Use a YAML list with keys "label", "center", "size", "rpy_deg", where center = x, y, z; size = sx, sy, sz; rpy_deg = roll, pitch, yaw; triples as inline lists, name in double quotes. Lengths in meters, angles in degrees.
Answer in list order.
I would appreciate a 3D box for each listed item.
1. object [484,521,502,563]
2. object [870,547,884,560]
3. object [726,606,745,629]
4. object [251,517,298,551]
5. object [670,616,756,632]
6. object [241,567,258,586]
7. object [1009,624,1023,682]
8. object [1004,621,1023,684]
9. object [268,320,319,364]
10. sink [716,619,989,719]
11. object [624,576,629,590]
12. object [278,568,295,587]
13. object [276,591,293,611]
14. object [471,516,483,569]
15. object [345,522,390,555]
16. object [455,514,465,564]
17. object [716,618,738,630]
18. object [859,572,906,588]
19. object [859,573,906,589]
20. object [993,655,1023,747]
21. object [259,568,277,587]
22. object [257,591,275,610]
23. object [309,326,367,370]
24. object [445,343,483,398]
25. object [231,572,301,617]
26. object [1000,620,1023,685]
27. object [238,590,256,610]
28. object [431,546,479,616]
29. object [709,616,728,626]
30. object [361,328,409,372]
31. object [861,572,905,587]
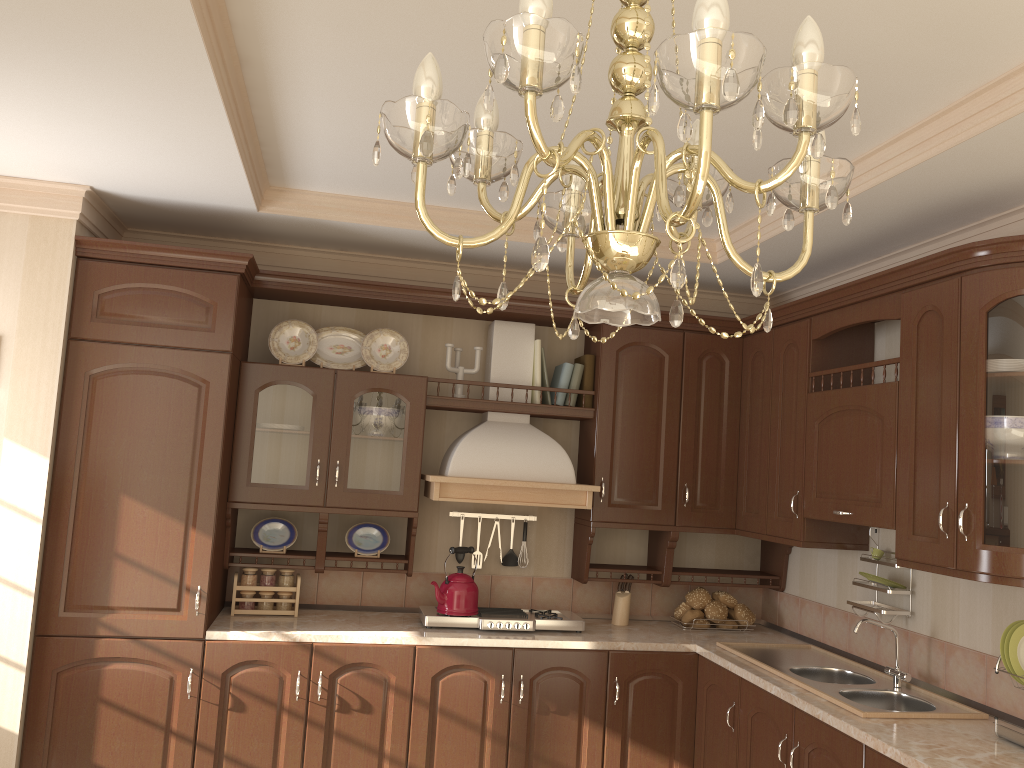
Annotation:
- label: "object"
  center: [-0.084, 0.751, 4.221]
  size: [0.089, 0.195, 0.005]
  rpy_deg: [5, -5, -11]
- label: "object"
  center: [1.451, 0.673, 3.514]
  size: [0.049, 0.051, 0.044]
  rpy_deg: [9, -7, -42]
- label: "object"
  center: [1.076, 1.126, 4.282]
  size: [0.091, 0.100, 0.125]
  rpy_deg: [5, -6, -16]
- label: "object"
  center: [-1.054, 0.666, 3.932]
  size: [0.202, 0.143, 0.071]
  rpy_deg: [5, -6, -13]
- label: "object"
  center: [0.957, 1.139, 4.236]
  size: [0.364, 0.060, 0.199]
  rpy_deg: [5, -5, -11]
- label: "object"
  center: [-1.140, 0.836, 3.852]
  size: [0.068, 0.088, 0.068]
  rpy_deg: [3, -5, 5]
- label: "object"
  center: [1.539, 0.796, 2.594]
  size: [0.193, 0.188, 0.047]
  rpy_deg: [5, -5, -10]
- label: "object"
  center: [1.536, 0.798, 2.612]
  size: [0.193, 0.188, 0.047]
  rpy_deg: [5, -5, -10]
- label: "object"
  center: [-0.975, -0.188, 3.956]
  size: [0.220, 0.210, 0.068]
  rpy_deg: [5, -6, -13]
- label: "sink"
  center: [1.203, 1.028, 3.321]
  size: [0.448, 0.348, 1.077]
  rpy_deg: [5, -5, -11]
- label: "object"
  center: [0.547, 1.006, 4.274]
  size: [0.016, 0.158, 0.051]
  rpy_deg: [-1, -7, 42]
- label: "object"
  center: [-0.990, 0.850, 3.893]
  size: [0.068, 0.088, 0.068]
  rpy_deg: [3, -5, 5]
- label: "object"
  center: [-0.996, 0.950, 3.884]
  size: [0.068, 0.088, 0.068]
  rpy_deg: [3, -5, 5]
- label: "object"
  center: [-0.160, 0.751, 4.207]
  size: [0.051, 0.245, 0.003]
  rpy_deg: [5, -5, -11]
- label: "object"
  center: [-0.651, 0.699, 4.007]
  size: [0.202, 0.143, 0.071]
  rpy_deg: [5, -6, -13]
- label: "object"
  center: [-0.240, 0.732, 4.190]
  size: [0.048, 0.231, 0.015]
  rpy_deg: [5, -5, -10]
- label: "object"
  center: [1.022, 1.142, 4.225]
  size: [0.103, 0.060, 0.105]
  rpy_deg: [5, -6, -16]
- label: "object"
  center: [1.425, 0.756, 3.414]
  size: [0.167, 0.051, 0.174]
  rpy_deg: [5, -5, -11]
- label: "object"
  center: [1.424, 0.759, 3.414]
  size: [0.167, 0.051, 0.174]
  rpy_deg: [5, -5, -11]
- label: "object"
  center: [1.549, 0.902, 2.485]
  size: [0.172, 0.275, 0.359]
  rpy_deg: [5, -5, -10]
- label: "object"
  center: [-1.065, 0.843, 3.872]
  size: [0.068, 0.088, 0.068]
  rpy_deg: [3, -5, 5]
- label: "object"
  center: [-1.071, 0.943, 3.863]
  size: [0.068, 0.088, 0.068]
  rpy_deg: [3, -5, 5]
- label: "object"
  center: [-0.787, -0.165, 4.049]
  size: [0.342, 0.209, 0.073]
  rpy_deg: [5, -5, -10]
- label: "object"
  center: [-0.253, -0.054, 4.119]
  size: [0.174, 0.248, 0.163]
  rpy_deg: [-1, -7, 41]
- label: "object"
  center: [-1.072, 0.915, 3.866]
  size: [0.276, 0.170, 0.140]
  rpy_deg: [5, -6, -15]
- label: "object"
  center: [1.532, 0.799, 2.630]
  size: [0.193, 0.188, 0.047]
  rpy_deg: [5, -5, -10]
- label: "object"
  center: [-1.146, 0.936, 3.842]
  size: [0.068, 0.088, 0.068]
  rpy_deg: [3, -5, 5]
- label: "object"
  center: [-0.232, 0.849, 3.845]
  size: [0.181, 0.282, 0.227]
  rpy_deg: [3, -5, 12]
- label: "object"
  center: [0.985, 1.121, 4.273]
  size: [0.114, 0.094, 0.098]
  rpy_deg: [7, -6, -31]
- label: "object"
  center: [-0.577, -0.156, 4.032]
  size: [0.220, 0.210, 0.068]
  rpy_deg: [5, -6, -13]
- label: "object"
  center: [1.426, 0.753, 3.415]
  size: [0.167, 0.051, 0.174]
  rpy_deg: [5, -5, -11]
